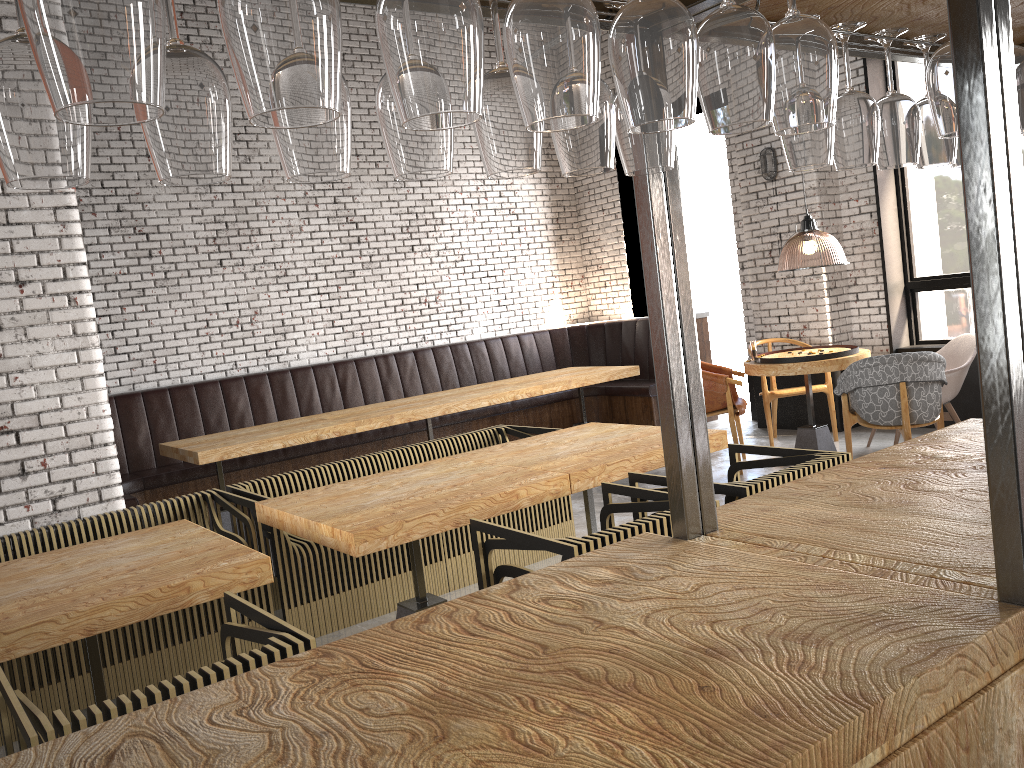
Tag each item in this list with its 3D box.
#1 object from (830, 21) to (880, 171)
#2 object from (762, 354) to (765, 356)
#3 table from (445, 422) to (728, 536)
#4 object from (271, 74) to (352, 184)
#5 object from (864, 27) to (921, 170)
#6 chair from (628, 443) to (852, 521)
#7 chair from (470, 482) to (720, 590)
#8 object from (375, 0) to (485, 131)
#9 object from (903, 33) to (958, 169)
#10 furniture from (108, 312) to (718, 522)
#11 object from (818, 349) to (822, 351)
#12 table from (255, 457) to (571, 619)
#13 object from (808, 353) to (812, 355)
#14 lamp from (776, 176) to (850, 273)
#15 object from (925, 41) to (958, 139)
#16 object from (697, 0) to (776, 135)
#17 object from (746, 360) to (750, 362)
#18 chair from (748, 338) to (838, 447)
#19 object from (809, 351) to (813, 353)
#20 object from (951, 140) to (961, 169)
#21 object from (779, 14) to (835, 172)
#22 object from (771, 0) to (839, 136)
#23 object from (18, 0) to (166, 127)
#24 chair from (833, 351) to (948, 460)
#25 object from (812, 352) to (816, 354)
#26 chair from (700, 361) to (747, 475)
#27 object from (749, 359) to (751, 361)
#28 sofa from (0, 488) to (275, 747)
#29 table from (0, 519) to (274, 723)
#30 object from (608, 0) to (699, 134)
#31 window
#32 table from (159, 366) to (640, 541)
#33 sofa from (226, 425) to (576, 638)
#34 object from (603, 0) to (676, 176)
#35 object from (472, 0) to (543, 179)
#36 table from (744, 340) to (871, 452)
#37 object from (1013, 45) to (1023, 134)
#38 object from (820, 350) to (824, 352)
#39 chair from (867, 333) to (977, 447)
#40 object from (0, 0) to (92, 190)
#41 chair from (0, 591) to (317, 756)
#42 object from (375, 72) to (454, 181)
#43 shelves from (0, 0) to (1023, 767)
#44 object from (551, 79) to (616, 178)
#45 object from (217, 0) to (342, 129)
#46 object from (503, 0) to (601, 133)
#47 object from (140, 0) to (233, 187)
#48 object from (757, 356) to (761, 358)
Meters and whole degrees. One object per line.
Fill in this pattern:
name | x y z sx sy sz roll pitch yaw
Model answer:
object | 0.654 -0.553 1.716 0.101 0.267 0.101 -9 5 -21
object | 2.008 -0.230 7.104 0.032 0.010 0.032 -6 5 15
table | 0.396 0.676 4.445 0.998 0.762 1.000 -11 6 -35
object | -0.250 -0.381 1.062 0.101 0.267 0.101 -6 4 18
object | 0.772 -0.576 1.802 0.101 0.267 0.101 -9 5 -21
chair | 0.981 0.689 3.719 0.658 0.729 0.638 -10 6 -34
chair | 0.328 0.815 3.229 0.658 0.729 0.638 -10 5 -33
object | -0.082 -0.380 0.830 0.101 0.267 0.101 -6 4 18
object | 0.890 -0.599 1.887 0.101 0.267 0.101 -9 5 -21
furniture | -1.129 0.324 8.166 6.775 1.149 1.917 -11 6 -35
object | 2.405 -0.265 6.925 0.032 0.010 0.032 -6 5 15
table | -0.408 0.830 3.863 0.998 0.762 1.000 -11 6 -35
object | 2.259 -0.229 6.728 0.032 0.010 0.032 -6 5 15
lamp | 2.133 -2.067 6.646 0.536 2.402 0.537 -7 4 6
object | 0.703 -0.530 1.398 0.101 0.267 0.101 -9 5 -21
object | 0.265 -0.446 1.081 0.101 0.267 0.101 -7 4 1
object | 1.869 -0.183 7.011 0.032 0.010 0.032 -6 5 15
chair | 2.365 0.071 7.652 0.613 0.920 0.644 -8 5 -9
object | 2.303 -0.244 6.834 0.032 0.010 0.032 -6 5 15
object | 1.008 -0.621 1.973 0.101 0.267 0.101 -9 5 -21
object | 0.536 -0.531 1.631 0.101 0.267 0.101 -9 5 -21
object | 0.368 -0.466 1.156 0.101 0.267 0.101 -7 4 1
object | -0.319 -0.335 0.659 0.101 0.267 0.101 -6 4 18
chair | 2.439 0.246 5.628 0.681 0.927 0.645 -6 5 14
object | 2.295 -0.234 6.738 0.032 0.010 0.032 -6 5 15
chair | 1.532 0.229 7.012 0.643 0.927 0.682 -6 5 17
object | 1.885 -0.188 7.054 0.032 0.010 0.032 -6 5 15
sofa | -2.053 1.047 3.909 1.808 0.729 0.640 -11 6 -35
table | -1.453 1.030 3.106 0.998 0.762 1.000 -11 6 -35
object | 0.154 -0.425 1.001 0.101 0.267 0.101 -6 4 18
window | 3.773 -1.602 7.098 0.365 2.693 1.534 -10 5 -35
table | -0.705 0.520 7.600 4.142 0.762 1.000 -11 6 -35
sofa | -0.565 0.762 4.987 1.808 0.729 0.640 -11 6 -35
object | 0.200 -0.467 1.388 0.101 0.267 0.101 -7 4 1
object | -0.013 -0.426 1.233 0.101 0.267 0.101 -6 4 18
table | 2.314 0.106 6.891 0.932 0.972 0.934 -6 5 7
object | 0.821 -0.553 1.484 0.101 0.267 0.101 -9 5 -21
object | 2.392 -0.256 6.838 0.032 0.010 0.032 -6 5 15
chair | 3.177 0.079 6.792 0.802 0.849 0.772 -7 5 4
object | -0.486 -0.336 0.891 0.101 0.267 0.101 -6 4 18
chair | -0.901 1.051 2.327 0.658 0.729 0.638 -10 6 -36
object | -0.132 -0.403 1.147 0.101 0.267 0.101 -6 4 18
shelves | 0.797 -1.265 1.668 3.665 5.011 0.690 -10 5 -35
object | 0.098 -0.447 1.313 0.101 0.267 0.101 -7 4 1
object | -0.201 -0.357 0.744 0.101 0.267 0.101 -6 4 18
object | 0.036 -0.402 0.915 0.101 0.267 0.101 -6 4 18
object | -0.368 -0.358 0.976 0.101 0.267 0.101 -6 4 18
object | 1.953 -0.211 7.017 0.032 0.020 0.031 -5 5 19
